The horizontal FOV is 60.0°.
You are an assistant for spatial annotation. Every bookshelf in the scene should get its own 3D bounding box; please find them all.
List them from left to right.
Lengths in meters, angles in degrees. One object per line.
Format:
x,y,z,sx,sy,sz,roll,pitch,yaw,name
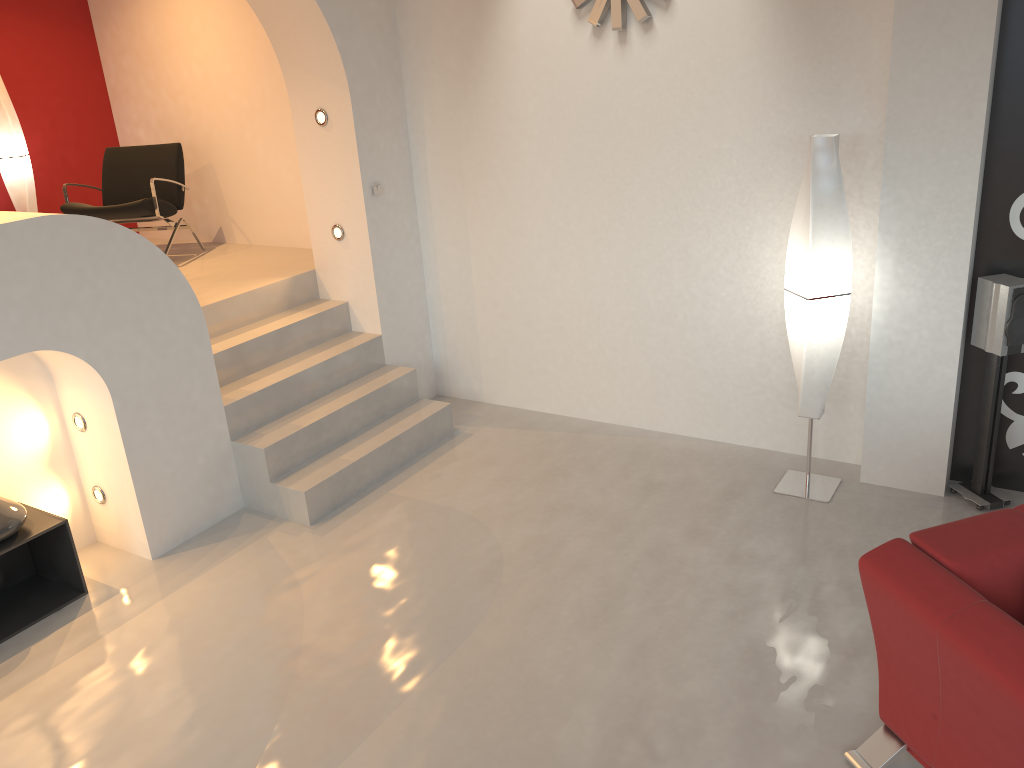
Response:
-2.911,1.239,3.138,0.405,0.397,2.764,9,24,31,bookshelf

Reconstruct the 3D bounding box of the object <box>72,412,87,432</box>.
-2.116,0.188,4.335,0.105,0.105,0.011,9,24,31,object

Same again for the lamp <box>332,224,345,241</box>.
-1.099,-0.954,5.591,0.105,0.105,0.011,9,24,31,lamp

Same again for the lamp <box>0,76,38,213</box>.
-3.551,-1.507,6.369,0.237,1.349,0.237,13,27,38,lamp

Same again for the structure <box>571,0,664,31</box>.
0.540,-2.139,4.565,0.596,0.596,0.090,9,24,31,structure

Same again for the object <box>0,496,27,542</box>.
-2.359,0.456,3.851,0.369,0.481,0.369,-5,21,-1,object

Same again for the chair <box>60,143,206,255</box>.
-2.711,-1.250,6.296,0.664,0.795,0.768,-2,21,8,chair

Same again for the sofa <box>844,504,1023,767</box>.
2.087,0.833,2.682,1.929,0.738,0.951,-10,21,-15,sofa

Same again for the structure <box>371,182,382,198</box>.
-0.832,-1.196,5.468,0.016,0.080,0.080,9,24,31,structure

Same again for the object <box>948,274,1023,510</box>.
2.271,0.050,4.192,0.214,1.112,0.229,-9,21,-11,object

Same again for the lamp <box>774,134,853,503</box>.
1.481,-0.295,4.326,0.313,1.779,0.313,13,27,38,lamp

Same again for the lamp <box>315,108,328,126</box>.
-1.150,-1.606,5.346,0.105,0.105,0.011,9,24,31,lamp

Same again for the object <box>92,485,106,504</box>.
-2.086,0.561,4.475,0.105,0.105,0.011,9,24,31,object
